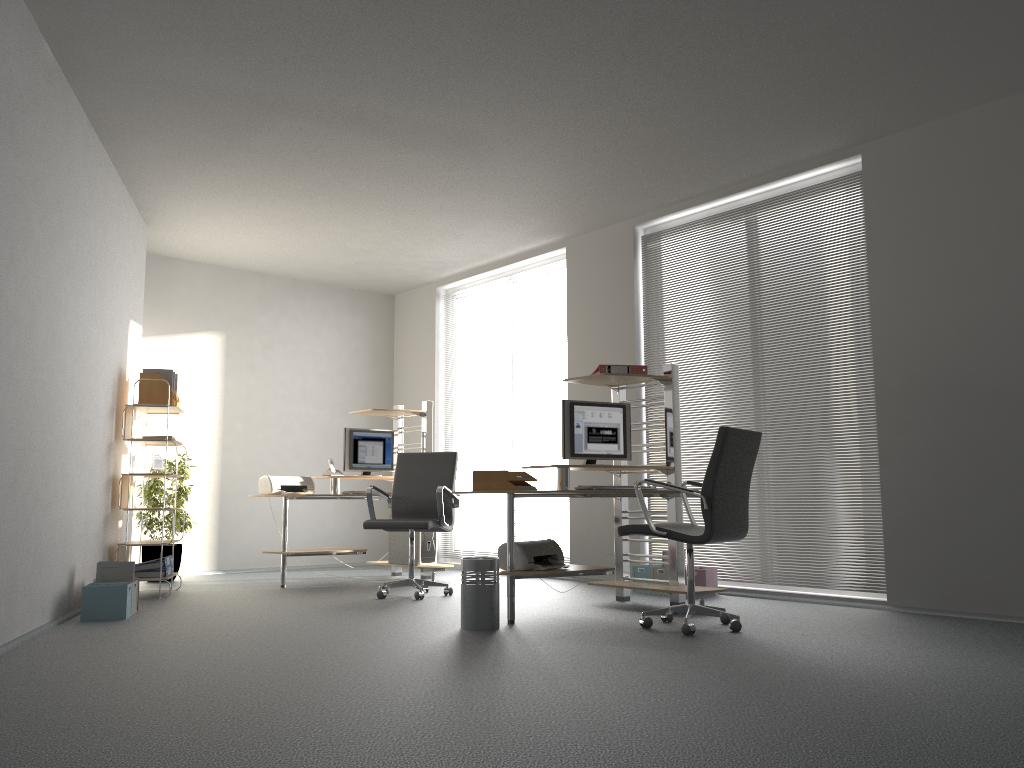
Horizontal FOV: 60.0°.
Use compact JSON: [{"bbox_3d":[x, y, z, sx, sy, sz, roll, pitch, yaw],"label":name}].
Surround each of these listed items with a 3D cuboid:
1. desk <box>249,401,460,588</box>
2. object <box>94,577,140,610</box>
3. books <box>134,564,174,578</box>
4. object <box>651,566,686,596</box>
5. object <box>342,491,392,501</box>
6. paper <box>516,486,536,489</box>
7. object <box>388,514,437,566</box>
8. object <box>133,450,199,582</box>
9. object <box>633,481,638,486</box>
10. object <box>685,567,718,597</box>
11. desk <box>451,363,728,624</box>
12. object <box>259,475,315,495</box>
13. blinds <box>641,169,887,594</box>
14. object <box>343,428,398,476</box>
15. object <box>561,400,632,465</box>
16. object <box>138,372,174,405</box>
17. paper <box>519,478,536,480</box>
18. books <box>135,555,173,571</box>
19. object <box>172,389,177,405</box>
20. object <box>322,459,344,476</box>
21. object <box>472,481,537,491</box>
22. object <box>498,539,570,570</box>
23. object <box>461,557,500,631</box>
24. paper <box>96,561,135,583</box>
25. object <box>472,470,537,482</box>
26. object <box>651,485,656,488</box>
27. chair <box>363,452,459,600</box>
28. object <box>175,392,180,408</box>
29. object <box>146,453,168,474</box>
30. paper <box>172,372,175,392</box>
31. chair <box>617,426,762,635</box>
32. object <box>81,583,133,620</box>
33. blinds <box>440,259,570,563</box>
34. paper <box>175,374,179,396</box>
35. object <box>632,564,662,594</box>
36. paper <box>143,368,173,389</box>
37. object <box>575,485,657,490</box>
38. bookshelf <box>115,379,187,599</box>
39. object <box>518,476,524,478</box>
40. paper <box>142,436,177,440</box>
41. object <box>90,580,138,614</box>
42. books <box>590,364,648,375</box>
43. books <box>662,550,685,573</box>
[{"bbox_3d":[-1.307,0.877,7.438,1.469,1.566,0.967,6,-10,-40],"label":"desk"},{"bbox_3d":[-2.519,1.342,5.639,0.245,0.202,0.185,4,-9,-31],"label":"object"},{"bbox_3d":[-2.667,1.383,6.561,0.262,0.072,0.320,1,-8,-12],"label":"books"},{"bbox_3d":[1.162,1.432,6.446,0.245,0.202,0.185,6,-10,-40],"label":"object"},{"bbox_3d":[-1.304,0.955,7.564,0.478,0.082,0.814,5,-9,-32],"label":"object"},{"bbox_3d":[-0.040,0.607,5.184,0.297,0.019,0.210,-4,-9,28],"label":"paper"},{"bbox_3d":[-0.854,1.341,7.661,0.199,0.422,0.471,6,-10,-40],"label":"object"},{"bbox_3d":[-3.003,1.141,7.720,0.544,1.147,0.644,1,-8,-11],"label":"object"},{"bbox_3d":[0.806,0.657,5.699,0.054,0.064,0.159,-2,-8,16],"label":"object"},{"bbox_3d":[1.329,1.411,6.293,0.185,0.202,0.245,-5,-9,31],"label":"object"},{"bbox_3d":[0.502,0.592,5.328,1.469,1.566,0.967,6,-10,-40],"label":"desk"},{"bbox_3d":[-1.813,0.834,7.329,0.351,0.162,0.438,-7,-10,41],"label":"object"},{"bbox_3d":[1.715,0.035,6.447,0.022,2.770,1.950,6,-10,-40],"label":"blinds"},{"bbox_3d":[-1.267,0.613,7.865,0.516,0.418,0.245,3,-8,-25],"label":"object"},{"bbox_3d":[0.530,0.330,5.773,0.516,0.418,0.245,2,-8,-18],"label":"object"},{"bbox_3d":[-2.675,0.052,6.682,0.243,0.259,0.113,2,-8,-15],"label":"object"},{"bbox_3d":[-0.040,0.556,5.191,0.297,0.010,0.210,-4,-9,28],"label":"paper"},{"bbox_3d":[-2.677,1.329,6.567,0.263,0.100,0.320,1,-8,-12],"label":"books"},{"bbox_3d":[-2.705,0.067,6.801,0.243,0.259,0.113,1,-8,-13],"label":"object"},{"bbox_3d":[-1.533,0.713,7.592,0.119,0.151,0.150,-6,-9,35],"label":"object"},{"bbox_3d":[-0.041,0.595,5.186,0.309,0.060,0.225,-4,-9,28],"label":"object"},{"bbox_3d":[0.178,0.997,5.185,0.351,0.162,0.438,-5,-9,34],"label":"object"},{"bbox_3d":[-0.171,1.128,4.767,0.208,0.377,0.208,-1,-8,3],"label":"object"},{"bbox_3d":[-2.442,1.246,5.452,0.220,0.306,0.068,2,-8,-13],"label":"paper"},{"bbox_3d":[-0.041,0.539,5.193,0.309,0.060,0.225,-4,-9,28],"label":"object"},{"bbox_3d":[0.911,0.666,5.689,0.022,0.042,0.134,0,-7,2],"label":"object"},{"bbox_3d":[-0.723,1.007,6.458,0.584,1.048,0.652,-2,-8,15],"label":"chair"},{"bbox_3d":[-2.728,0.083,6.922,0.243,0.259,0.113,1,-8,-10],"label":"object"},{"bbox_3d":[-2.663,0.601,6.671,0.077,0.161,0.192,-1,-8,5],"label":"object"},{"bbox_3d":[-2.711,0.051,6.823,0.213,0.297,0.045,1,-8,-13],"label":"paper"},{"bbox_3d":[0.970,0.780,4.793,0.652,1.048,0.584,-6,-9,36],"label":"chair"},{"bbox_3d":[-2.395,1.290,5.251,0.245,0.202,0.185,2,-8,-14],"label":"object"},{"bbox_3d":[-0.100,0.321,8.562,0.037,2.749,1.950,6,-10,-40],"label":"blinds"},{"bbox_3d":[-2.733,0.067,6.945,0.213,0.297,0.045,1,-8,-10],"label":"paper"},{"bbox_3d":[1.043,1.451,6.586,0.245,0.202,0.185,6,-10,-40],"label":"object"},{"bbox_3d":[-2.682,0.035,6.704,0.213,0.297,0.045,2,-8,-15],"label":"paper"},{"bbox_3d":[0.466,0.669,5.442,0.478,0.082,0.814,5,-9,-32],"label":"object"},{"bbox_3d":[-2.686,0.781,6.651,0.381,1.572,0.724,1,-8,-13],"label":"bookshelf"},{"bbox_3d":[0.049,0.541,5.142,0.008,0.009,0.159,-2,-8,13],"label":"object"},{"bbox_3d":[-2.696,0.429,6.794,0.213,0.046,0.297,2,-8,-13],"label":"paper"},{"bbox_3d":[-2.438,1.314,5.429,0.245,0.202,0.185,2,-8,-14],"label":"object"},{"bbox_3d":[0.705,-0.073,5.874,0.320,0.072,0.262,1,-8,-8],"label":"books"},{"bbox_3d":[1.171,1.361,6.444,0.220,0.306,0.068,6,-10,-40],"label":"books"}]
